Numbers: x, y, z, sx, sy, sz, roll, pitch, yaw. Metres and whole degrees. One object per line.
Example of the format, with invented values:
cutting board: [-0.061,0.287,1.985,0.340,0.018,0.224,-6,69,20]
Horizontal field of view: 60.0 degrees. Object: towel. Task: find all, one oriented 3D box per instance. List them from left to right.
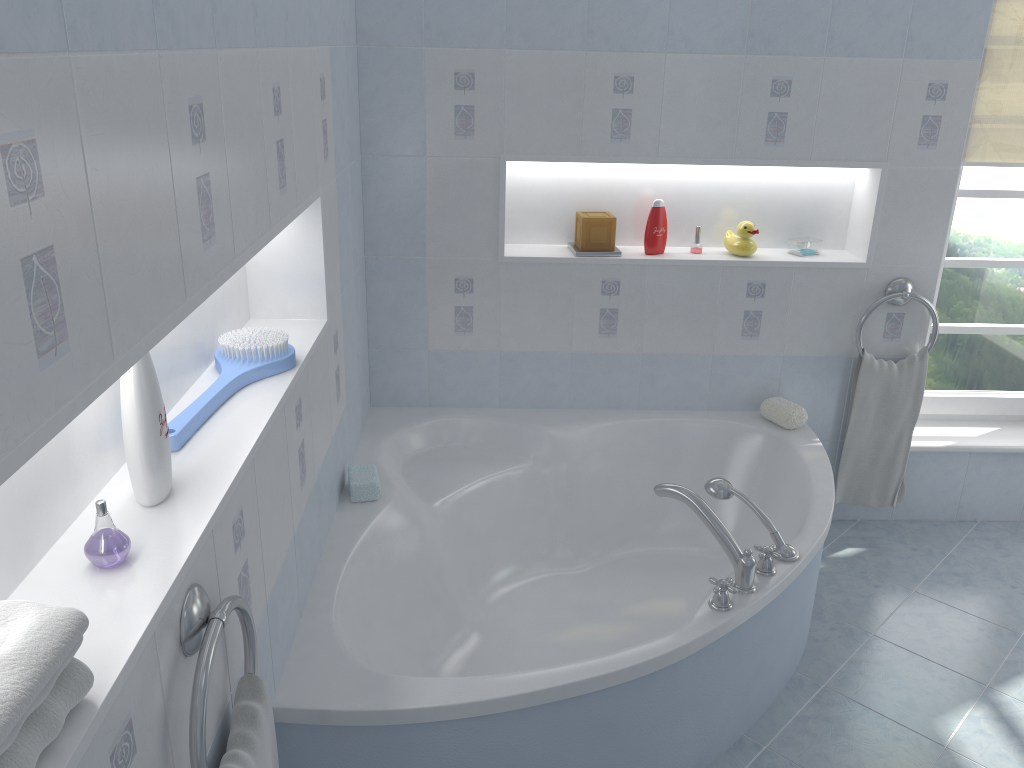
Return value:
towel: [-0.538,0.296,0.853,0.163,0.062,0.232,1,21,0]
towel: [-0.538,0.349,0.862,0.162,0.060,0.232,1,21,0]
towel: [-0.411,0.803,1.458,0.101,0.634,0.280,0,21,-4]
towel: [1.347,0.164,3.226,0.280,0.635,0.083,1,21,-1]

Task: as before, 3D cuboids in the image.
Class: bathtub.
bathtub: [0.263,0.493,2.556,1.596,0.670,1.578,1,21,-2]

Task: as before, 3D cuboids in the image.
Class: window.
window: [1.863,-0.819,3.133,0.758,2.067,0.142,1,21,-2]

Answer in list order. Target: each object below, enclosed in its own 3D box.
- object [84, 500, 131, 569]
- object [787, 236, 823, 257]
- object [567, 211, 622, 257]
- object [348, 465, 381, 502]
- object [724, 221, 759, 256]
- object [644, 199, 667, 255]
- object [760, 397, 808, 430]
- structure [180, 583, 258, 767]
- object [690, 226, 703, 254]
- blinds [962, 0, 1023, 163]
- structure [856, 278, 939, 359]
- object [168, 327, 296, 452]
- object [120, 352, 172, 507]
object: [-0.550,0.200,1.200,0.059,0.094,0.059,-1,21,-7]
object: [1.037,-0.486,3.140,0.102,0.053,0.072,-9,23,-25]
object: [0.288,-0.526,3.087,0.160,0.130,0.160,-1,21,-7]
object: [-0.432,0.288,2.586,0.081,0.059,0.128,-4,22,-14]
object: [0.801,-0.510,3.091,0.095,0.122,0.132,-14,26,-34]
object: [0.500,-0.542,3.067,0.092,0.190,0.044,-9,23,-25]
object: [0.960,0.102,3.135,0.105,0.077,0.165,-10,24,-28]
structure: [-0.435,0.445,1.311,0.051,0.332,0.291,1,21,-2]
object: [0.650,-0.506,3.109,0.030,0.096,0.030,-10,24,-28]
blinds: [1.870,-1.235,2.912,0.598,1.032,0.046,1,21,-2]
structure: [1.349,-0.204,3.107,0.291,0.332,0.051,1,21,-2]
object: [-0.606,-0.010,1.784,0.172,0.065,0.534,6,22,12]
object: [-0.565,0.044,1.359,0.063,0.276,0.134,-4,22,-13]
